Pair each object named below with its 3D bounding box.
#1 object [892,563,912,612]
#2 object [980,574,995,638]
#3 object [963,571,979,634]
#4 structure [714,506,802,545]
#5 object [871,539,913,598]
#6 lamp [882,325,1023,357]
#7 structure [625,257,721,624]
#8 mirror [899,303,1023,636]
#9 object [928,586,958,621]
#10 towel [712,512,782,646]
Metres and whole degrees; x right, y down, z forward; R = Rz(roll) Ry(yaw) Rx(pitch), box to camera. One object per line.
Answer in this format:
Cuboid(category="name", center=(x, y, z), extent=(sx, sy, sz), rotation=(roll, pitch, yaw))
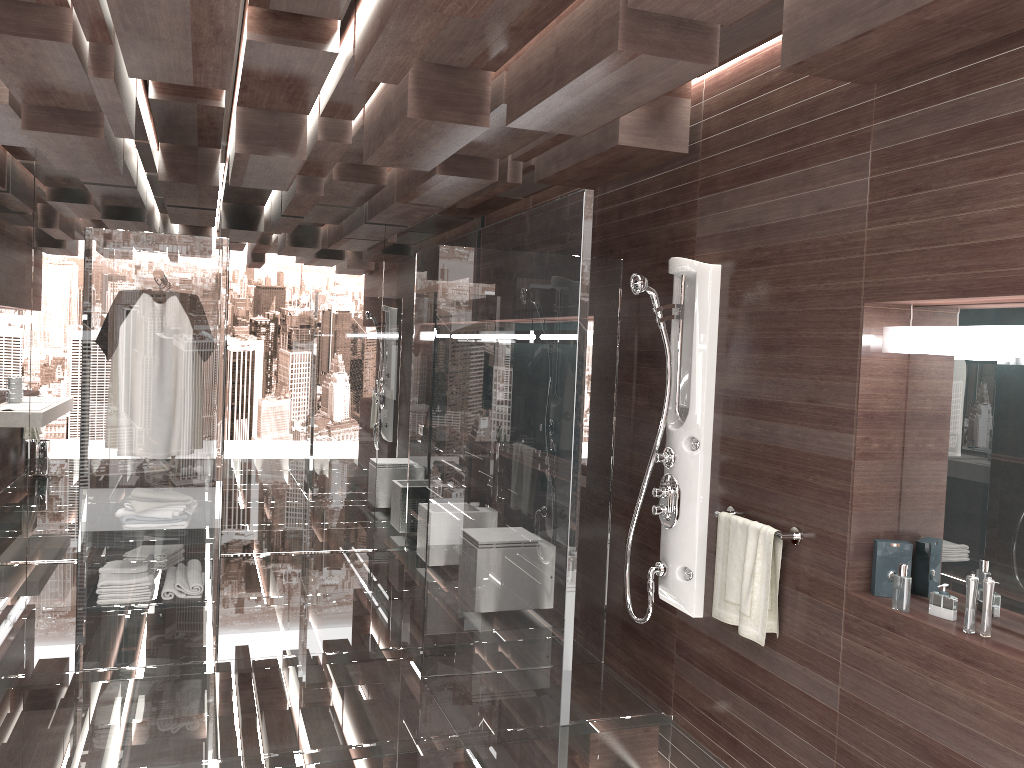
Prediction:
Cuboid(category="object", center=(1.164, 0.605, 2.645), extent=(0.027, 0.139, 0.052), rotation=(1, 3, -34))
Cuboid(category="object", center=(1.297, 0.604, 2.419), extent=(0.030, 0.172, 0.033), rotation=(3, 2, 11))
Cuboid(category="object", center=(1.266, 0.601, 2.446), extent=(0.033, 0.172, 0.030), rotation=(4, 3, 34))
Cuboid(category="structure", center=(0.886, 0.514, 3.245), extent=(0.071, 0.061, 0.455), rotation=(2, 2, -19))
Cuboid(category="object", center=(1.199, 0.583, 2.803), extent=(0.105, 0.173, 0.048), rotation=(3, 2, 9))
Cuboid(category="lamp", center=(1.358, -0.113, 2.349), extent=(0.082, 0.082, 0.950), rotation=(2, 2, -19))
Cuboid(category="structure", center=(0.636, 0.254, 3.751), extent=(0.354, 1.560, 0.323), rotation=(2, 2, 1))
Cuboid(category="mirror", center=(-1.179, 0.073, 3.640), extent=(4.126, 0.916, 5.081), rotation=(2, 2, -19))
Cuboid(category="object", center=(1.258, 0.635, 2.587), extent=(0.027, 0.093, 0.078), rotation=(1, 3, -31))
Cuboid(category="towel", center=(0.849, 0.701, 3.240), extent=(0.097, 0.414, 0.352), rotation=(1, 3, -26))
